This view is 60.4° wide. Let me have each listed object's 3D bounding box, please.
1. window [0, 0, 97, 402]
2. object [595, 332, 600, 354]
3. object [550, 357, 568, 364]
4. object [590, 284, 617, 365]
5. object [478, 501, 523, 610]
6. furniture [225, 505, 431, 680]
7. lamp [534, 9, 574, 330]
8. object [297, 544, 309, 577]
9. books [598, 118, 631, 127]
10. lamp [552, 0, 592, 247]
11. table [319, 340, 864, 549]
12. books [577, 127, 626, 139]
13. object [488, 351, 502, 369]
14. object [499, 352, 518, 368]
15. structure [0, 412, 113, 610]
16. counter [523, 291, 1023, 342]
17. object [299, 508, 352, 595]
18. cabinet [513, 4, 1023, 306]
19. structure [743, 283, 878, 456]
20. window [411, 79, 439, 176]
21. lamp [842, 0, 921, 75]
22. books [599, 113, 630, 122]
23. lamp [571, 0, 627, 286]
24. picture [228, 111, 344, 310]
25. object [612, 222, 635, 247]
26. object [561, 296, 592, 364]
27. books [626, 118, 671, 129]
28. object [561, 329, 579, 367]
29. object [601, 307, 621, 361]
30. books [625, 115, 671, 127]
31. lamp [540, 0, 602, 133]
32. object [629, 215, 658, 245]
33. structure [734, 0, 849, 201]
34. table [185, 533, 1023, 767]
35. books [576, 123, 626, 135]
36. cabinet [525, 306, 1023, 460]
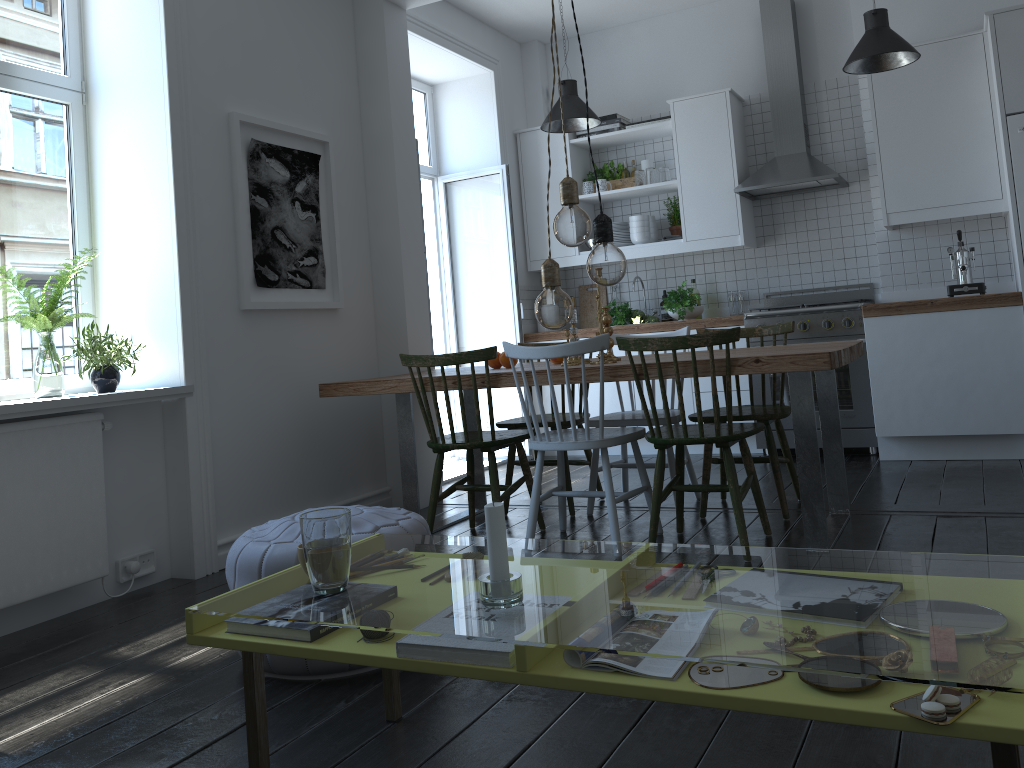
[{"bbox_3d":[-2.199,-0.898,3.148,0.107,2.000,1.570,-7,-2,28],"label":"window"},{"bbox_3d":[0.413,-0.173,4.095,0.049,0.140,0.049,-6,-4,28],"label":"object"},{"bbox_3d":[0.223,-0.134,4.209,0.088,0.084,0.085,-5,-1,40],"label":"object"},{"bbox_3d":[0.373,-0.290,3.769,0.113,0.413,0.113,-4,-3,-10],"label":"object"},{"bbox_3d":[-0.024,0.289,1.509,0.075,0.175,0.074,-3,-3,-27],"label":"object"},{"bbox_3d":[-0.516,0.583,2.585,0.607,0.422,0.616,-4,1,22],"label":"furniture"},{"bbox_3d":[0.027,-0.852,1.710,0.089,1.508,0.073,-2,-5,-38],"label":"lamp"},{"bbox_3d":[-0.390,0.358,1.789,0.087,0.067,0.086,-5,0,-34],"label":"object"},{"bbox_3d":[0.680,-1.867,6.416,0.349,0.031,0.288,-3,3,28],"label":"books"},{"bbox_3d":[0.057,-1.010,1.725,0.074,1.508,0.073,-4,-4,-15],"label":"lamp"},{"bbox_3d":[0.362,0.262,3.924,2.217,0.721,1.020,-4,1,28],"label":"table"},{"bbox_3d":[0.684,-1.798,6.409,0.349,0.044,0.260,-3,3,30],"label":"books"},{"bbox_3d":[-0.081,-0.116,4.280,0.087,0.090,0.083,-5,-1,18],"label":"object"},{"bbox_3d":[-0.017,-0.117,4.226,0.091,0.088,0.083,-4,-1,-36],"label":"object"},{"bbox_3d":[-1.736,0.457,2.830,0.073,0.631,1.067,-7,0,28],"label":"structure"},{"bbox_3d":[1.487,-0.405,5.667,3.085,0.074,0.849,-3,3,28],"label":"counter"},{"bbox_3d":[-0.351,0.320,1.682,0.098,0.147,0.097,-4,-2,-12],"label":"object"},{"bbox_3d":[1.760,-0.769,5.568,3.771,2.387,0.779,-4,-2,31],"label":"cabinet"},{"bbox_3d":[1.905,-0.098,5.513,0.697,1.026,0.722,-6,-2,28],"label":"structure"},{"bbox_3d":[-0.826,-1.798,5.914,0.105,0.660,1.183,-7,0,28],"label":"window"},{"bbox_3d":[1.914,-2.165,4.690,0.382,0.946,0.386,-7,-4,36],"label":"lamp"},{"bbox_3d":[0.664,-1.900,6.420,0.324,0.038,0.260,-3,3,30],"label":"books"},{"bbox_3d":[0.115,-0.930,1.680,0.074,1.508,0.085,-4,-4,-11],"label":"lamp"},{"bbox_3d":[-1.085,-0.800,4.229,0.083,0.894,0.688,-7,-2,28],"label":"picture"},{"bbox_3d":[0.749,-1.062,6.367,0.299,0.196,0.306,-4,1,29],"label":"object"},{"bbox_3d":[0.280,-0.243,4.001,0.141,0.313,0.139,-4,-3,-20],"label":"object"},{"bbox_3d":[1.009,-1.813,6.235,0.348,0.038,0.262,-3,3,27],"label":"books"},{"bbox_3d":[0.246,-0.158,3.824,0.080,0.161,0.079,-4,-3,-15],"label":"object"},{"bbox_3d":[0.435,-0.225,4.008,0.101,0.249,0.100,-2,-4,-39],"label":"object"},{"bbox_3d":[1.010,-1.840,6.246,0.339,0.016,0.275,-3,3,29],"label":"books"},{"bbox_3d":[-0.602,-1.262,6.043,2.688,2.528,0.491,-5,-3,28],"label":"lamp"},{"bbox_3d":[0.929,-1.079,6.212,0.149,0.217,0.310,-5,0,26],"label":"object"},{"bbox_3d":[1.762,-1.910,5.740,0.630,1.314,0.528,-6,-3,28],"label":"structure"},{"bbox_3d":[0.166,0.558,1.563,1.394,0.402,0.602,-3,1,27],"label":"table"},{"bbox_3d":[0.667,-1.834,6.409,0.327,0.031,0.260,-3,3,26],"label":"books"},{"bbox_3d":[1.556,0.024,5.686,3.166,0.819,0.731,-3,0,36],"label":"cabinet"}]
